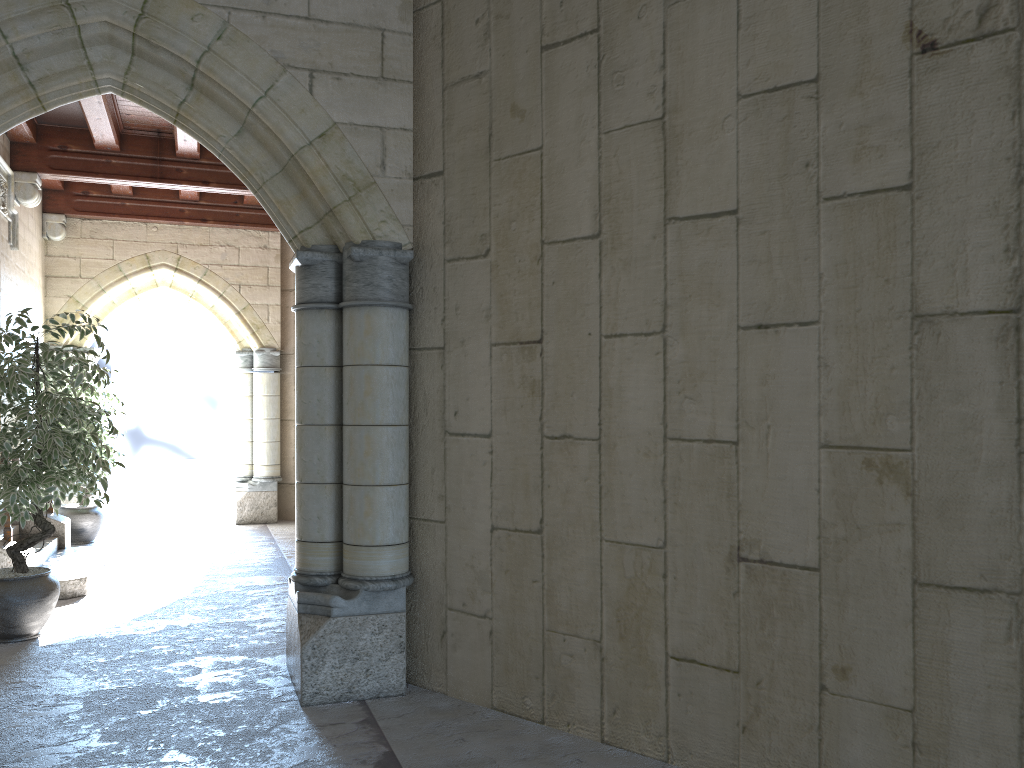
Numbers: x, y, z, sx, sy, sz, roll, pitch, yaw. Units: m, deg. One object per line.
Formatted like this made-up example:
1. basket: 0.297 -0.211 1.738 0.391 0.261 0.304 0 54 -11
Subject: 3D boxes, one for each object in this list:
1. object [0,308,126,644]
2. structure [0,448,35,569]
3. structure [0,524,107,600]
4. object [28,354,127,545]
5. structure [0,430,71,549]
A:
1. object: -2.367 0.438 4.415 0.787 1.618 0.751 0 0 12
2. structure: -3.230 0.637 5.051 0.888 1.262 0.476 0 0 -20
3. structure: -3.994 0.880 5.521 2.573 0.810 1.462 1 -2 -20
4. object: -3.681 0.544 7.502 0.787 1.618 0.751 0 0 -23
5. structure: -3.703 0.683 6.379 0.888 1.262 0.473 0 0 -20
